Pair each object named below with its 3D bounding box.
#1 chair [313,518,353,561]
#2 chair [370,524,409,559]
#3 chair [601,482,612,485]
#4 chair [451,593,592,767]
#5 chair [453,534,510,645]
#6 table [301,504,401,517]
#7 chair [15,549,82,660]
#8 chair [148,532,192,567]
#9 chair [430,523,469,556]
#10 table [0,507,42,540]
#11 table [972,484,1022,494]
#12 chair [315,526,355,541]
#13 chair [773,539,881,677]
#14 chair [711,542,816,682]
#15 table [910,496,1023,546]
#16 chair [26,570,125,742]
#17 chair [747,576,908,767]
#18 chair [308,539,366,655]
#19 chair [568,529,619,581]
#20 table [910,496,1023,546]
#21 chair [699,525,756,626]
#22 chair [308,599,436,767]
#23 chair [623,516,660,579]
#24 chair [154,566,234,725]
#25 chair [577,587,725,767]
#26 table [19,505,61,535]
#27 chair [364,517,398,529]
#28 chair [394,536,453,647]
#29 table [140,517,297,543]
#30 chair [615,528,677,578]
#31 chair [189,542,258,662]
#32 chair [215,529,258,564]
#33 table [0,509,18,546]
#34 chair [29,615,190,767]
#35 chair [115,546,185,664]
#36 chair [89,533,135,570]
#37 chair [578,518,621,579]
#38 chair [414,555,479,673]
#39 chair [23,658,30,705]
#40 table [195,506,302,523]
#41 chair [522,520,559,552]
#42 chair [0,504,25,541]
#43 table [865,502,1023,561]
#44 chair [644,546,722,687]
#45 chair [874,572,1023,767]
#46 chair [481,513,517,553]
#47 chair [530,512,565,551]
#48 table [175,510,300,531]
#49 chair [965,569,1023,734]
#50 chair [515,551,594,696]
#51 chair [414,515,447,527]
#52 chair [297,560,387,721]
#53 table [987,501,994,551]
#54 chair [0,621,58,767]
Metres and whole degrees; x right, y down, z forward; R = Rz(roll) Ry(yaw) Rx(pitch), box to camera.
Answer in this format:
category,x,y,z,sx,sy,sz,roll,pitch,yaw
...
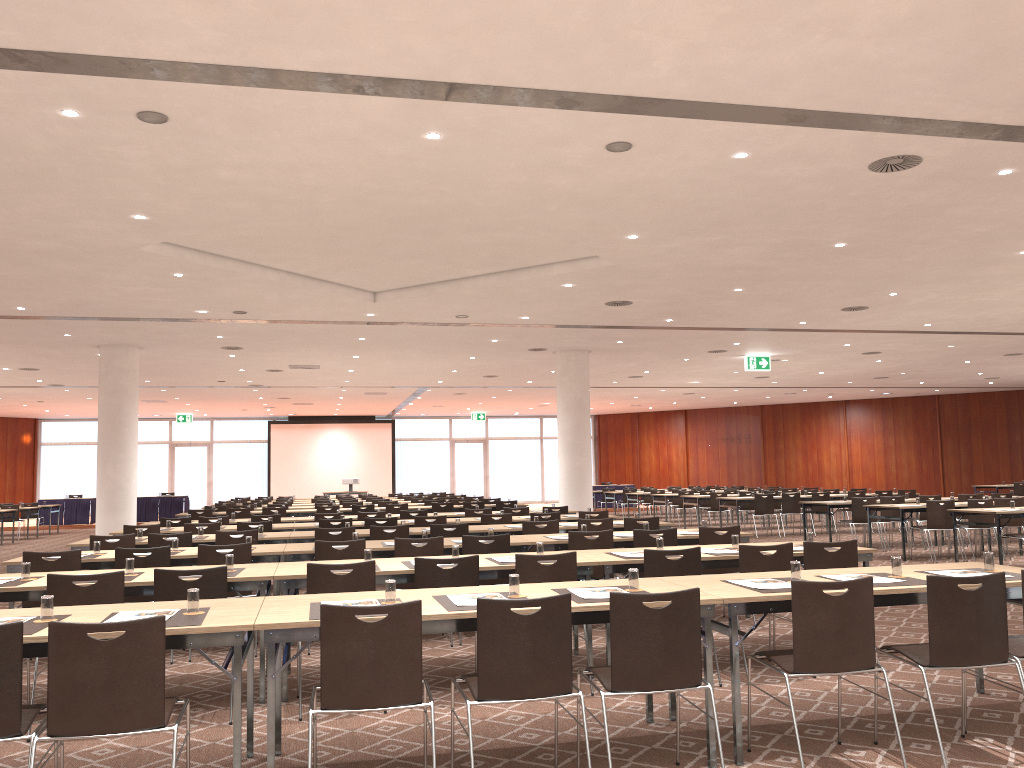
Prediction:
category,x,y,z,sx,sy,sz,roll,pitch,yaw
chair,-2.344,2.244,11.740,0.535,0.938,0.614,0,-6,-15
chair,-1.385,2.041,9.914,0.535,0.938,0.614,0,-6,-15
chair,3.634,4.165,33.378,0.535,0.938,0.614,0,-5,-12
chair,0.026,1.424,4.064,0.535,0.938,0.614,0,-5,-14
chair,-0.251,1.833,8.084,0.535,0.938,0.614,0,-5,-10
table,-3.510,3.121,19.695,2.267,0.832,0.954,0,-6,-13
chair,-3.735,1.824,7.269,0.535,0.938,0.614,0,-5,-13
chair,-3.584,2.030,9.343,0.535,0.938,0.614,0,-5,-14
chair,-0.725,2.034,9.983,0.535,0.938,0.614,0,-5,-14
table,-13.858,3.720,23.501,2.267,0.832,0.954,0,-6,-13
table,14.736,3.355,25.820,2.267,0.832,0.954,0,-6,-13
chair,-1.953,2.036,9.744,0.535,0.938,0.614,0,-6,-15
chair,2.329,1.637,6.664,0.535,0.938,0.614,0,-5,-11
chair,1.797,1.632,6.502,0.535,0.938,0.614,0,-6,-15
table,8.789,2.577,16.836,2.267,0.832,0.954,0,-6,-13
chair,-2.603,1.621,5.481,0.535,0.938,0.614,0,-5,-13
chair,1.543,1.430,4.447,0.535,0.938,0.614,0,-5,-11
chair,-1.508,1.831,7.803,0.535,0.938,0.614,0,-5,-10
chair,0.708,1.839,8.342,0.535,0.938,0.614,0,-5,-11
table,8.789,2.577,16.836,2.267,0.832,0.954,0,-6,-13
chair,1.946,1.837,8.576,0.535,0.938,0.614,0,-6,-15
chair,-0.628,1.427,3.961,0.535,0.938,0.614,0,-5,-10
chair,1.499,2.041,10.517,0.535,0.938,0.614,0,-5,-11
chair,-2.023,1.626,5.646,0.535,0.938,0.614,0,-5,-11
chair,0.630,1.421,4.164,0.535,0.938,0.614,0,-5,-11
table,-14.293,3.924,25.444,2.267,0.832,0.954,0,-6,-13
chair,-1.749,2.237,11.795,0.535,0.938,0.614,0,-5,-12
chair,-0.841,1.829,7.916,0.535,0.938,0.614,0,-5,-12
table,-4.529,2.556,13.854,2.267,0.832,0.954,0,-6,-13
chair,1.312,1.832,8.398,0.535,0.938,0.614,0,-5,-12
chair,-2.465,1.834,7.631,0.535,0.938,0.614,0,-6,-15
chair,-2.963,2.038,9.561,0.535,0.938,0.614,0,-6,-15
table,-13.423,3.516,21.557,2.267,0.832,0.954,0,-6,-13
chair,-1.640,1.418,3.656,0.535,0.938,0.614,0,-5,-13
chair,-3.073,1.829,7.452,0.535,0.938,0.614,0,-5,-11
chair,-4.148,2.032,9.253,0.535,0.938,0.614,0,-6,-16
chair,0.940,2.045,10.434,0.535,0.938,0.614,0,-6,-15
chair,-0.459,1.632,6.040,0.535,0.938,0.614,0,-5,-12
chair,-3.291,1.624,5.363,0.535,0.938,0.614,0,-5,-11
table,-5.725,3.118,19.199,2.267,0.832,0.954,0,-6,-13
chair,0.299,2.039,10.248,0.535,0.938,0.614,0,-5,-13
chair,-13.061,3.613,23.134,0.535,0.938,0.614,0,-6,-15
table,7.009,2.369,14.396,2.267,0.832,0.954,0,-6,-13
chair,1.086,1.627,6.307,0.535,0.938,0.614,0,-6,-16
chair,2.237,1.424,4.524,0.535,0.938,0.614,0,-5,-10
chair,-0.234,2.248,12.212,0.535,0.938,0.614,0,-5,-11
chair,0.426,2.241,12.282,0.535,0.938,0.614,0,-6,-15
table,-5.290,2.913,17.255,2.267,0.832,0.954,0,-6,-13
chair,2.794,1.428,4.684,0.535,0.938,0.614,0,-5,-10
chair,0.203,1.629,6.145,0.535,0.938,0.614,0,-5,-14
chair,-1.113,2.242,11.973,0.535,0.938,0.614,0,-5,-12
chair,-1.128,1.623,5.812,0.535,0.938,0.614,0,-6,-15
table,9.224,2.373,14.892,2.267,0.832,0.954,0,-6,-13
chair,-2.177,1.420,3.571,0.535,0.938,0.614,0,-6,-15
